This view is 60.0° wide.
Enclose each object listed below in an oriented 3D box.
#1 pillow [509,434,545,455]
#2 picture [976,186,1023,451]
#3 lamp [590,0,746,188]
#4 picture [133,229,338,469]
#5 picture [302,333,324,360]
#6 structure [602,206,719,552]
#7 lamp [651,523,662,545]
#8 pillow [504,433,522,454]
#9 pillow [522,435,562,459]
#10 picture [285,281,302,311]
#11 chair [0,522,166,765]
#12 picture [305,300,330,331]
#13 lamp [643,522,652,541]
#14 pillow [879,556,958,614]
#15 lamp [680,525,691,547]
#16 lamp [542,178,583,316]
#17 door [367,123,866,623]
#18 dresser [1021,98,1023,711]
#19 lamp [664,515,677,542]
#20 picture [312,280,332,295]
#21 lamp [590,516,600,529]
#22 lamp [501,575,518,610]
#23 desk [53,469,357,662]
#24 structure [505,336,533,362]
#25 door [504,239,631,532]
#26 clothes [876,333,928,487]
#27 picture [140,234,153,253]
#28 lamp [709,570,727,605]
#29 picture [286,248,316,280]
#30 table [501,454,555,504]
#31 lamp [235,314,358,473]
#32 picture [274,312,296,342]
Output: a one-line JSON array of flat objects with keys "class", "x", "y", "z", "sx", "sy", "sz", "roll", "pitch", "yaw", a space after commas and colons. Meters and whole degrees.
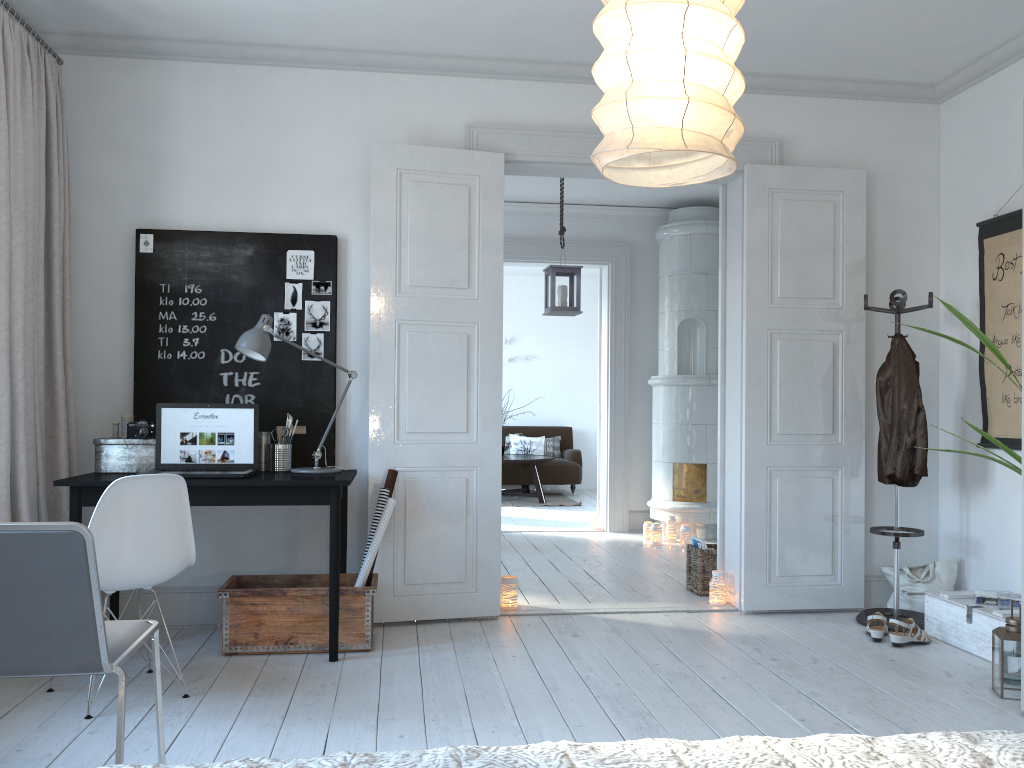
[{"class": "pillow", "x": 0.187, "y": 0.781, "z": 11.111, "sx": 0.471, "sy": 0.309, "sz": 0.188, "roll": 1, "pitch": -1, "yaw": -7}, {"class": "picture", "x": 2.413, "y": -0.345, "z": 4.088, "sx": 0.057, "sy": 1.313, "sz": 0.793, "roll": 1, "pitch": -1, "yaw": -7}, {"class": "lamp", "x": 0.350, "y": -1.085, "z": 1.984, "sx": 0.338, "sy": 1.231, "sz": 0.340, "roll": 0, "pitch": -1, "yaw": 24}, {"class": "picture", "x": -1.345, "y": -0.156, "z": 4.338, "sx": 0.953, "sy": 1.172, "sz": 0.064, "roll": 1, "pitch": -1, "yaw": -7}, {"class": "picture", "x": -0.978, "y": -0.185, "z": 4.355, "sx": 0.103, "sy": 0.136, "sz": 0.001, "roll": 1, "pitch": -1, "yaw": -7}, {"class": "structure", "x": 1.413, "y": -0.054, "z": 7.330, "sx": 0.800, "sy": 2.827, "sz": 1.248, "roll": 0, "pitch": -1, "yaw": 38}, {"class": "lamp", "x": 1.135, "y": 1.180, "z": 6.977, "sx": 0.089, "sy": 0.166, "sz": 0.089, "roll": 1, "pitch": -1, "yaw": -6}, {"class": "pillow", "x": -0.113, "y": 0.789, "z": 11.149, "sx": 0.473, "sy": 0.347, "sz": 0.158, "roll": 1, "pitch": -1, "yaw": -9}, {"class": "pillow", "x": 0.371, "y": 0.799, "z": 11.248, "sx": 0.542, "sy": 0.288, "sz": 0.183, "roll": 1, "pitch": -1, "yaw": -7}, {"class": "picture", "x": -1.071, "y": -0.431, "z": 4.346, "sx": 0.083, "sy": 0.146, "sz": 0.002, "roll": 1, "pitch": -1, "yaw": -7}, {"class": "chair", "x": -1.192, "y": 0.713, "z": 2.218, "sx": 0.562, "sy": 0.797, "sz": 0.525, "roll": 1, "pitch": -1, "yaw": -7}, {"class": "picture", "x": -0.956, "y": -0.337, "z": 4.359, "sx": 0.121, "sy": 0.152, "sz": 0.002, "roll": 1, "pitch": -1, "yaw": -7}, {"class": "lamp", "x": 1.107, "y": 1.196, "z": 7.207, "sx": 0.084, "sy": 0.146, "sz": 0.084, "roll": 1, "pitch": -1, "yaw": -3}, {"class": "pillow", "x": 2.141, "y": 1.051, "z": 4.653, "sx": 0.317, "sy": 0.314, "sz": 0.273, "roll": 1, "pitch": -1, "yaw": -7}, {"class": "lamp", "x": 1.349, "y": 1.179, "z": 6.890, "sx": 0.089, "sy": 0.166, "sz": 0.089, "roll": 1, "pitch": -1, "yaw": -8}, {"class": "lamp", "x": 0.351, "y": -1.356, "z": 6.065, "sx": 0.228, "sy": 1.762, "sz": 0.228, "roll": 1, "pitch": -1, "yaw": -11}, {"class": "door", "x": 0.560, "y": -0.054, "z": 4.725, "sx": 2.599, "sy": 2.505, "sz": 0.577, "roll": 1, "pitch": -1, "yaw": -7}, {"class": "dresser", "x": 2.192, "y": 0.053, "z": 2.463, "sx": 0.630, "sy": 2.162, "sz": 1.432, "roll": 1, "pitch": -1, "yaw": -7}, {"class": "lamp", "x": 1.275, "y": 1.163, "z": 7.129, "sx": 0.098, "sy": 0.210, "sz": 0.098, "roll": 1, "pitch": -1, "yaw": -3}, {"class": "picture", "x": -0.936, "y": -0.475, "z": 4.364, "sx": 0.095, "sy": 0.071, "sz": 0.001, "roll": 1, "pitch": -1, "yaw": -7}, {"class": "lamp", "x": 0.729, "y": 1.218, "z": 7.791, "sx": 0.093, "sy": 0.110, "sz": 0.093, "roll": 0, "pitch": -1, "yaw": 10}, {"class": "lamp", "x": -0.014, "y": 1.095, "z": 4.653, "sx": 0.089, "sy": 0.166, "sz": 0.089, "roll": 1, "pitch": -1, "yaw": -15}, {"class": "desk", "x": -1.289, "y": 0.779, "z": 3.909, "sx": 1.159, "sy": 0.759, "sz": 0.651, "roll": 1, "pitch": -1, "yaw": -7}, {"class": "structure", "x": -0.233, "y": -0.388, "z": 11.541, "sx": 1.025, "sy": 0.478, "sz": 0.085, "roll": 1, "pitch": -1, "yaw": -7}, {"class": "door", "x": 0.171, "y": 0.026, "z": 7.715, "sx": 2.599, "sy": 2.505, "sz": 0.577, "roll": 1, "pitch": -1, "yaw": -7}, {"class": "clothes", "x": 1.929, "y": 0.130, "z": 4.386, "sx": 0.237, "sy": 0.770, "sz": 0.211, "roll": 0, "pitch": -1, "yaw": 26}, {"class": "picture", "x": -1.756, "y": -0.676, "z": 4.259, "sx": 0.061, "sy": 0.088, "sz": 0.004, "roll": 1, "pitch": -1, "yaw": -11}, {"class": "lamp", "x": 1.117, "y": 1.105, "z": 4.812, "sx": 0.093, "sy": 0.179, "sz": 0.093, "roll": 1, "pitch": -1, "yaw": -24}, {"class": "picture", "x": -1.036, "y": -0.590, "z": 4.351, "sx": 0.147, "sy": 0.154, "sz": 0.004, "roll": 1, "pitch": -1, "yaw": -7}, {"class": "table", "x": -0.150, "y": 1.092, "z": 10.276, "sx": 1.300, "sy": 0.503, "sz": 1.300, "roll": 1, "pitch": -2, "yaw": -17}, {"class": "lamp", "x": -0.982, "y": 0.051, "z": 4.078, "sx": 0.617, "sy": 0.716, "sz": 0.230, "roll": 1, "pitch": -1, "yaw": -37}, {"class": "picture", "x": -1.110, "y": -0.279, "z": 4.338, "sx": 0.107, "sy": 0.150, "sz": 0.001, "roll": 1, "pitch": -1, "yaw": -7}]
